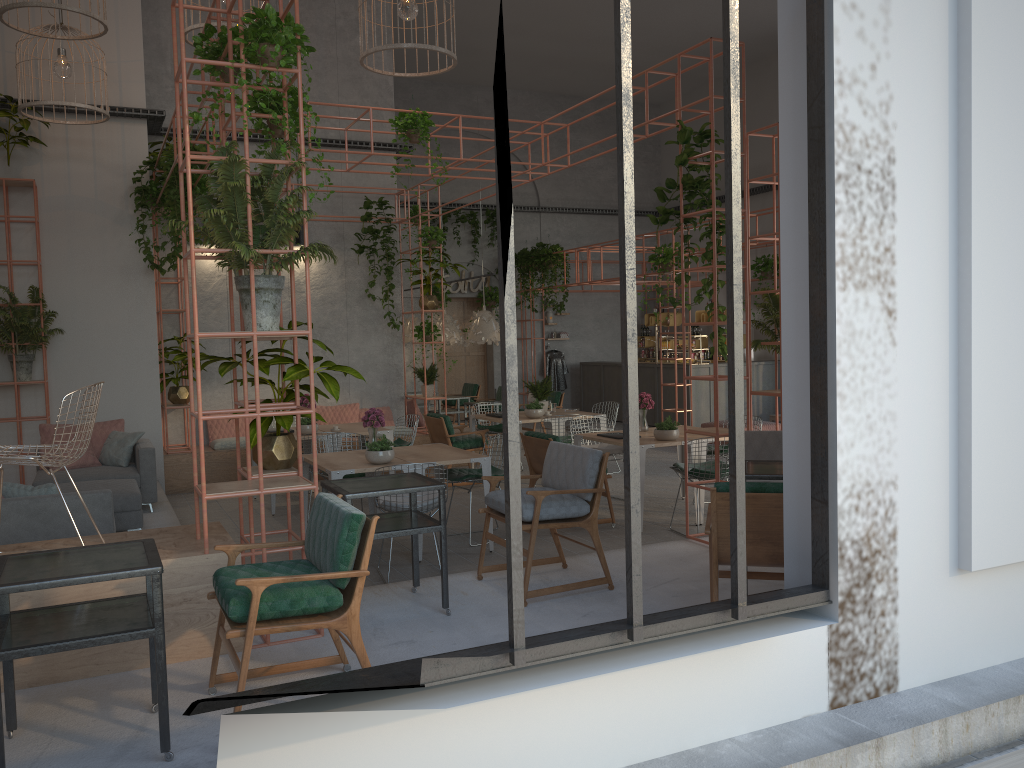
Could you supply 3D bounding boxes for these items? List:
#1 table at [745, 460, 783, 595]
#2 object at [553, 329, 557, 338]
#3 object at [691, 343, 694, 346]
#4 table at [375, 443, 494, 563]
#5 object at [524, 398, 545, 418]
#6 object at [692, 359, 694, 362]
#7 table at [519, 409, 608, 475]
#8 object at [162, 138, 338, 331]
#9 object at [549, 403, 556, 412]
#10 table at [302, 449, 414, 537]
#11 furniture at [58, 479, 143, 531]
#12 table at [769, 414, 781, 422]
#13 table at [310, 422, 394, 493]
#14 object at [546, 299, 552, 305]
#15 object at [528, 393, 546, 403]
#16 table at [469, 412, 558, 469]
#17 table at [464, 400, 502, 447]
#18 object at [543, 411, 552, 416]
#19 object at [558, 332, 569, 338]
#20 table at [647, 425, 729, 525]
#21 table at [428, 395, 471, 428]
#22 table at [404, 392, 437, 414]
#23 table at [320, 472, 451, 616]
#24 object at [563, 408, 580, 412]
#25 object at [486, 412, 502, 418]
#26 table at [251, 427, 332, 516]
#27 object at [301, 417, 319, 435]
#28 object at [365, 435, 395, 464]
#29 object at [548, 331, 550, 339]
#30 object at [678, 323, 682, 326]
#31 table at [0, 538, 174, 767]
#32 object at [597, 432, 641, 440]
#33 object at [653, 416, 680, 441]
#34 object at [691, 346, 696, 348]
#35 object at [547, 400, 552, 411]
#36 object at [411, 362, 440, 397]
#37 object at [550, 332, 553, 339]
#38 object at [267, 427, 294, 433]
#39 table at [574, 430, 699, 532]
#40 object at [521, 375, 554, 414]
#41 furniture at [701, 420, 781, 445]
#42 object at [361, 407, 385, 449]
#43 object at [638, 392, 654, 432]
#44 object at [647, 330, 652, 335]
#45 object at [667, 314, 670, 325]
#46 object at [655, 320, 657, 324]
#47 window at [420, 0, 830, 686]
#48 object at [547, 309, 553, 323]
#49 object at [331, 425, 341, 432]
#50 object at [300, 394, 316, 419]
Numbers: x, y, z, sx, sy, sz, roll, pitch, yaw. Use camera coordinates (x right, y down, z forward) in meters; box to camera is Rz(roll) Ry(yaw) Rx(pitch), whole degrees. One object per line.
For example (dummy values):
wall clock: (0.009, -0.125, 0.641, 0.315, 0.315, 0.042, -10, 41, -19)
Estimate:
table: (1.749, 0.923, 5.599, 0.602, 0.798, 0.635, -1, 3, 15)
object: (0.977, -1.138, 20.146, 0.081, 0.204, 0.081, -3, 3, -25)
object: (3.374, -0.738, 16.843, 0.142, 0.087, 0.094, -3, 3, -18)
table: (-0.738, 1.032, 8.017, 0.694, 0.830, 1.214, -3, 3, -25)
object: (0.276, 0.302, 11.050, 0.248, 0.247, 0.254, -3, 3, -25)
object: (3.406, -0.460, 16.946, 0.240, 0.104, 0.073, -5, 4, -44)
table: (0.640, 0.795, 11.692, 0.694, 0.830, 1.214, -3, 3, -25)
object: (-1.421, -0.845, 4.968, 0.894, 1.101, 0.900, 0, 4, 29)
object: (0.543, 0.315, 11.762, 0.095, 0.119, 0.095, -2, 3, -1)
table: (-1.364, 1.066, 7.717, 0.694, 0.830, 1.205, -3, 3, -25)
furniture: (-3.814, 1.128, 7.898, 0.941, 0.446, 0.975, -3, 3, -25)
table: (4.658, 0.741, 14.371, 0.520, 0.455, 0.916, -3, 3, -25)
table: (-1.909, 0.932, 10.487, 0.694, 0.830, 1.214, -3, 3, -25)
object: (0.840, -1.849, 20.040, 0.133, 0.145, 0.133, 0, 3, 27)
object: (0.331, 0.235, 11.807, 0.241, 0.313, 0.241, -1, 3, 20)
table: (0.013, 0.829, 11.391, 0.694, 0.830, 1.205, -3, 3, -25)
table: (-0.388, 0.701, 14.593, 0.635, 0.798, 0.602, -3, 3, -25)
object: (0.452, 0.371, 11.309, 0.115, 0.078, 0.115, -3, 3, -20)
object: (1.172, -1.115, 20.239, 0.219, 0.149, 0.129, -3, 3, -25)
table: (1.850, 0.908, 9.187, 0.694, 0.830, 1.214, -3, 3, -25)
table: (-1.140, 0.637, 16.177, 0.635, 0.798, 0.602, -3, 3, -25)
table: (-1.892, 0.572, 17.761, 0.635, 0.798, 0.602, -3, 3, -25)
table: (-0.786, 1.002, 5.453, 0.635, 0.798, 0.602, -3, 3, -25)
object: (0.786, 0.348, 11.753, 0.218, 0.041, 0.218, -3, 3, -17)
object: (-0.136, 0.400, 11.428, 0.268, 0.031, 0.427, -3, 3, -25)
table: (-2.536, 0.965, 10.186, 0.694, 0.830, 1.205, -3, 3, -25)
object: (-2.273, 0.439, 9.845, 0.248, 0.247, 0.254, -3, 3, -25)
object: (-1.101, 0.539, 7.376, 0.247, 0.247, 0.252, -3, 3, -25)
object: (0.836, -1.111, 20.094, 0.055, 0.164, 0.092, -2, 3, -7)
object: (3.741, -1.216, 19.767, 0.075, 0.273, 0.075, 0, 4, 31)
table: (-1.782, 1.126, 3.679, 0.635, 0.798, 0.602, -3, 3, -25)
object: (1.074, 0.526, 8.924, 0.268, 0.031, 0.427, -3, 3, -25)
object: (1.486, 0.428, 8.546, 0.247, 0.247, 0.252, -3, 3, -25)
object: (3.440, -0.714, 16.898, 0.152, 0.058, 0.095, -4, 4, -35)
object: (0.420, 0.296, 11.940, 0.165, 0.154, 0.210, -4, 4, -36)
object: (-1.239, -0.072, 12.894, 0.438, 0.527, 0.368, -3, 3, -25)
object: (0.904, -1.107, 20.103, 0.063, 0.151, 0.063, -4, 4, -39)
object: (-2.685, 0.537, 10.224, 0.268, 0.031, 0.427, -3, 3, -25)
table: (1.223, 0.943, 8.886, 0.694, 0.830, 1.205, -3, 3, -25)
object: (0.361, 0.134, 11.476, 0.438, 0.527, 0.368, -3, 3, -25)
furniture: (3.607, 0.801, 13.831, 0.941, 0.446, 0.976, -3, 3, -25)
object: (-1.258, 0.421, 8.081, 0.213, 0.414, 0.225, -4, 4, -33)
object: (1.389, 0.291, 9.333, 0.213, 0.414, 0.225, -4, 4, -33)
object: (3.239, -1.198, 20.848, 0.115, 0.147, 0.115, -1, 3, 19)
object: (3.564, -1.460, 20.012, 0.137, 0.261, 0.137, -1, 3, 11)
object: (3.346, -1.412, 20.331, 0.123, 0.142, 0.141, -3, 3, -25)
window: (-0.669, -1.805, 2.426, 4.126, 5.544, 0.089, -3, 3, -25)
object: (0.851, -1.547, 20.065, 0.136, 0.336, 0.145, -2, 3, -11)
object: (-2.017, 0.503, 10.142, 0.115, 0.078, 0.115, -3, 3, -20)
object: (-2.433, 0.321, 10.555, 0.213, 0.414, 0.225, -4, 4, -33)
